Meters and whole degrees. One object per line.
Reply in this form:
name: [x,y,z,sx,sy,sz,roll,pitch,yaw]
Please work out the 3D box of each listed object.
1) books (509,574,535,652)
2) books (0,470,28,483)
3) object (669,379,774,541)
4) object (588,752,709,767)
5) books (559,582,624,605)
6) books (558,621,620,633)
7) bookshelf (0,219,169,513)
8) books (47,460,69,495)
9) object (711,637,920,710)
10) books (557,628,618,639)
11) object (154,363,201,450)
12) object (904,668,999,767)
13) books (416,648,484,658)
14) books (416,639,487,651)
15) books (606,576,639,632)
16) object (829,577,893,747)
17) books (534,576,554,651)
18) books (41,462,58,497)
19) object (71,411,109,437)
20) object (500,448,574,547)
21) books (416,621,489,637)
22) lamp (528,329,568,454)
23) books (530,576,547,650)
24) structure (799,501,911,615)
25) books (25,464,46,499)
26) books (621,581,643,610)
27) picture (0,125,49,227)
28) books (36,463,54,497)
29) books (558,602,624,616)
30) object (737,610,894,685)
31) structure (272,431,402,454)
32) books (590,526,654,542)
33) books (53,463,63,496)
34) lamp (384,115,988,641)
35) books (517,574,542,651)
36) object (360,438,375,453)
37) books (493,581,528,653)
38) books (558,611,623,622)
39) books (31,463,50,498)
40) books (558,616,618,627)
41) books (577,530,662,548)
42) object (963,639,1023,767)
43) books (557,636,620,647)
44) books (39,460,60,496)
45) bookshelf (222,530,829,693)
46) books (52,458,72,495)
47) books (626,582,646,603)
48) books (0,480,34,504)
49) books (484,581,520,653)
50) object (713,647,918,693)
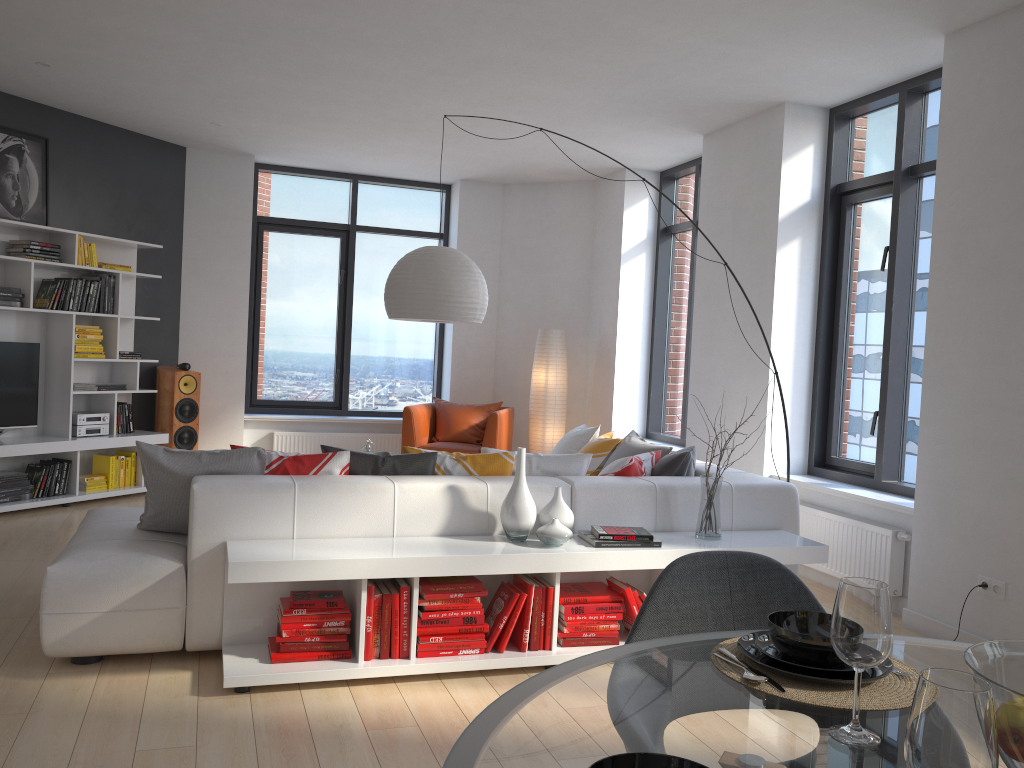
books: [0.036,0.955,3.716,0.046,0.282,0.199,2,2,-19]
books: [-3.656,0.663,6.295,0.250,0.047,0.310,4,2,21]
object: [0.958,0.337,4.006,0.406,0.744,0.607,4,2,21]
object: [0.152,0.455,0.920,0.258,0.074,0.258,1,2,-39]
books: [0.303,0.913,3.871,0.301,0.032,0.227,2,2,-19]
books: [0.310,1.031,3.840,0.257,0.025,0.182,2,2,-19]
bookshelf: [-3.679,-0.118,6.081,0.455,2.052,3.000,4,2,26]
books: [-3.429,0.700,6.652,0.191,0.249,0.084,4,2,26]
object: [0.528,0.492,1.535,0.360,0.002,0.360,4,2,23]
books: [0.301,1.056,3.831,0.266,0.026,0.187,2,2,-13]
object: [-2.933,0.351,7.683,0.434,1.088,0.290,4,2,41]
object: [0.429,0.399,0.872,0.083,0.220,0.083,3,2,9]
books: [-0.274,1.067,3.631,0.274,0.029,0.200,2,2,-19]
books: [-0.264,1.039,3.615,0.282,0.030,0.188,2,2,-18]
books: [0.507,0.987,3.894,0.134,0.248,0.192,2,2,-19]
object: [0.491,0.390,1.255,0.083,0.220,0.083,5,3,43]
books: [0.129,0.964,3.740,0.028,0.269,0.181,2,2,-19]
books: [-3.446,0.707,6.563,0.172,0.242,0.069,4,2,27]
object: [-3.350,0.311,6.921,0.270,0.174,0.285,4,2,26]
object: [0.113,0.475,3.808,0.316,0.398,0.319,3,2,5]
books: [-0.272,0.983,3.652,0.301,0.032,0.227,2,2,-19]
lamp: [0.488,0.277,8.137,0.804,1.550,0.502,4,2,31]
books: [0.098,0.965,3.746,0.028,0.266,0.188,2,2,-19]
structure: [1.922,0.991,5.151,0.110,0.460,1.015,2,2,-19]
books: [-3.509,0.709,6.484,0.182,0.234,0.104,4,2,26]
books: [0.553,0.998,3.903,0.148,0.232,0.171,2,2,-17]
picture: [-3.787,-1.503,6.145,0.076,0.707,1.279,4,2,26]
books: [-3.473,0.710,6.538,0.169,0.233,0.081,4,2,25]
books: [0.315,0.949,3.851,0.279,0.039,0.206,2,2,-20]
object: [0.526,0.453,1.545,0.258,0.074,0.258,1,2,-39]
structure: [-1.574,0.703,8.629,1.474,0.460,0.110,2,2,-19]
books: [0.475,0.651,3.855,0.238,0.027,0.188,3,2,-6]
books: [-3.442,0.705,6.617,0.179,0.243,0.068,4,2,25]
lamp: [0.805,-0.149,4.803,3.199,2.647,0.710,3,2,17]
books: [0.066,0.960,3.744,0.038,0.270,0.215,2,2,-19]
object: [-1.011,0.477,5.683,0.330,0.265,0.330,3,2,5]
books: [-0.025,0.968,3.696,0.115,0.245,0.192,2,2,-19]
books: [0.321,0.983,3.838,0.261,0.027,0.191,2,2,-15]
books: [-3.499,0.710,6.516,0.187,0.234,0.096,4,2,26]
books: [0.312,1.008,3.831,0.236,0.023,0.178,2,2,-19]
books: [0.466,0.676,3.879,0.300,0.026,0.245,2,2,-14]
object: [0.659,0.424,1.001,0.278,0.184,0.278,3,2,-10]
books: [0.306,1.086,3.843,0.259,0.034,0.206,2,2,-16]
books: [-3.459,0.698,6.595,0.192,0.254,0.075,4,2,25]
bookshelf: [0.141,0.927,3.778,2.600,0.500,0.356,2,2,-19]
books: [-3.415,0.695,6.683,0.197,0.260,0.066,4,2,26]
books: [0.606,1.006,3.921,0.186,0.223,0.188,2,2,-19]
books: [-3.638,0.756,6.294,0.277,0.137,0.343,4,2,21]
books: [-0.066,0.966,3.690,0.144,0.247,0.188,2,2,-19]
object: [0.519,0.484,1.532,0.309,0.015,0.206,2,2,-14]
